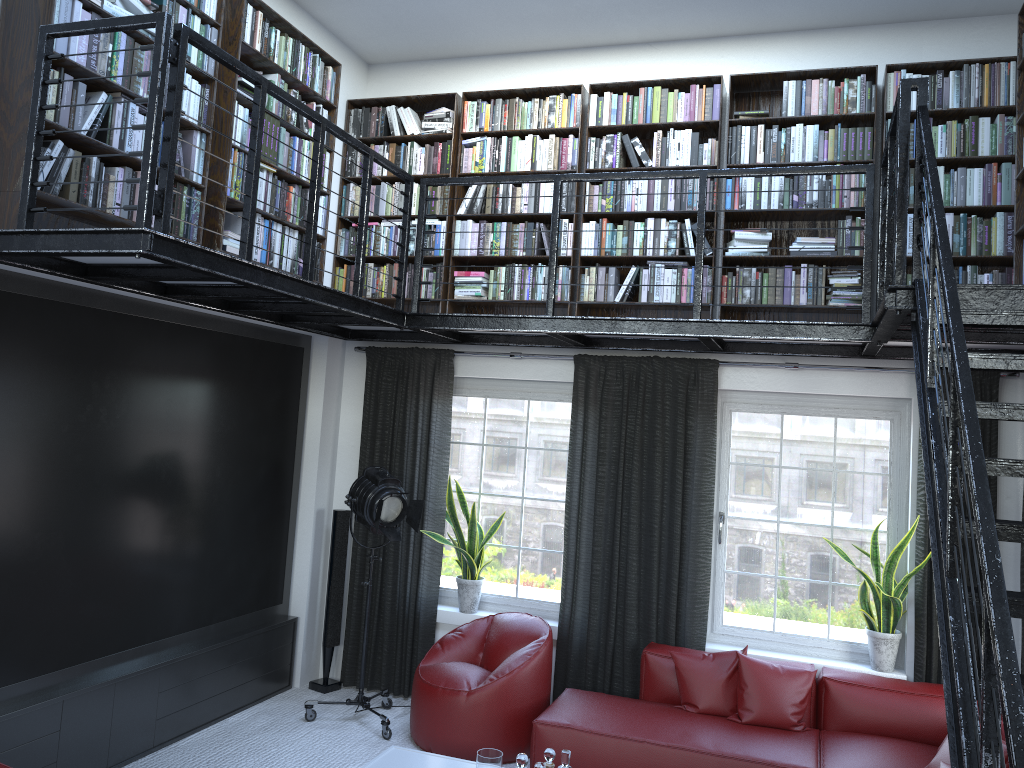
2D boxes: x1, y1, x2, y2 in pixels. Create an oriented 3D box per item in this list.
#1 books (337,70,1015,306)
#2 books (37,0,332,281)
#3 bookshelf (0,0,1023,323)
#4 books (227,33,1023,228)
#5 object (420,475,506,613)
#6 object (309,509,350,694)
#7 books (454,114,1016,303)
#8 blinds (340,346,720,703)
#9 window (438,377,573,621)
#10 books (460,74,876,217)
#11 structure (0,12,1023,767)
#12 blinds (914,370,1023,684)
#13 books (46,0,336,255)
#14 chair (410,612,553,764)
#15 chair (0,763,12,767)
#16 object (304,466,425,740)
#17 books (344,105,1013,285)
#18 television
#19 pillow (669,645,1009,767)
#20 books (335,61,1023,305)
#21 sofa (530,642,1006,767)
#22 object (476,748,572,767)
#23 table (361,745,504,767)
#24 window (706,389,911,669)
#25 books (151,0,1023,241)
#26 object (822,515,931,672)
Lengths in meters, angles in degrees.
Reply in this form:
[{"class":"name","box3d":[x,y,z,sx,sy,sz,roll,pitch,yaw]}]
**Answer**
[{"class":"books","box3d":[0.904,-1.209,5.714,4.438,1.416,0.226,3,-5,19]},{"class":"books","box3d":[0.342,-1.318,4.038,4.379,1.412,2.198,3,-3,18]},{"class":"bookshelf","box3d":[0.464,-1.223,4.418,4.478,1.621,3.079,3,-3,19]},{"class":"books","box3d":[0.532,-1.283,4.539,4.386,1.408,1.166,3,-4,19]},{"class":"object","box3d":[-0.425,1.063,5.970,0.553,0.942,0.524,1,-5,30]},{"class":"object","box3d":[-1.246,1.489,6.144,0.157,1.224,0.157,0,-6,34]},{"class":"books","box3d":[1.250,-1.040,5.591,3.393,1.125,0.239,3,-5,19]},{"class":"blinds","box3d":[0.042,0.964,5.866,2.509,2.392,0.125,2,-5,19]},{"class":"window","box3d":[-0.075,0.766,6.153,1.168,1.610,0.132,2,-5,19]},{"class":"books","box3d":[0.921,-1.494,5.748,2.638,0.830,0.212,3,-5,19]},{"class":"structure","box3d":[0.105,0.387,3.560,4.491,3.363,4.601,3,-4,19]},{"class":"blinds","box3d":[2.565,1.053,4.256,0.527,2.386,1.744,4,-4,1]},{"class":"books","box3d":[-1.642,-1.429,4.700,0.315,1.427,2.199,2,-4,19]},{"class":"chair","box3d":[-0.180,1.783,5.340,0.829,0.713,0.829,5,-4,-19]},{"class":"chair","box3d":[-1.796,1.564,2.873,0.830,0.713,0.828,4,-4,-1]},{"class":"object","box3d":[0.222,1.377,5.502,2.906,1.583,0.751,4,-4,3]},{"class":"books","box3d":[0.901,-1.198,5.710,4.444,1.400,0.241,3,-5,19]},{"class":"television","box3d":[-2.020,0.761,4.605,0.117,2.433,3.342,2,-4,19]},{"class":"pillow","box3d":[1.785,1.675,4.460,0.981,0.402,1.955,5,-3,-29]},{"class":"books","box3d":[0.731,-1.245,5.261,4.438,1.433,1.281,3,-4,21]},{"class":"sofa","box3d":[1.073,1.830,3.708,2.543,0.657,3.270,3,-3,19]},{"class":"object","box3d":[0.235,1.703,3.788,1.009,0.295,0.511,3,-3,22]},{"class":"table","box3d":[-0.014,1.947,3.644,1.666,0.244,1.162,3,-3,19]},{"class":"window","box3d":[1.819,0.861,5.496,1.168,1.610,0.132,2,-5,19]},{"class":"books","box3d":[0.421,-1.167,4.315,4.338,1.143,1.593,3,-3,18]},{"class":"object","box3d":[2.086,1.188,5.076,0.553,0.942,0.524,3,-4,8]}]
